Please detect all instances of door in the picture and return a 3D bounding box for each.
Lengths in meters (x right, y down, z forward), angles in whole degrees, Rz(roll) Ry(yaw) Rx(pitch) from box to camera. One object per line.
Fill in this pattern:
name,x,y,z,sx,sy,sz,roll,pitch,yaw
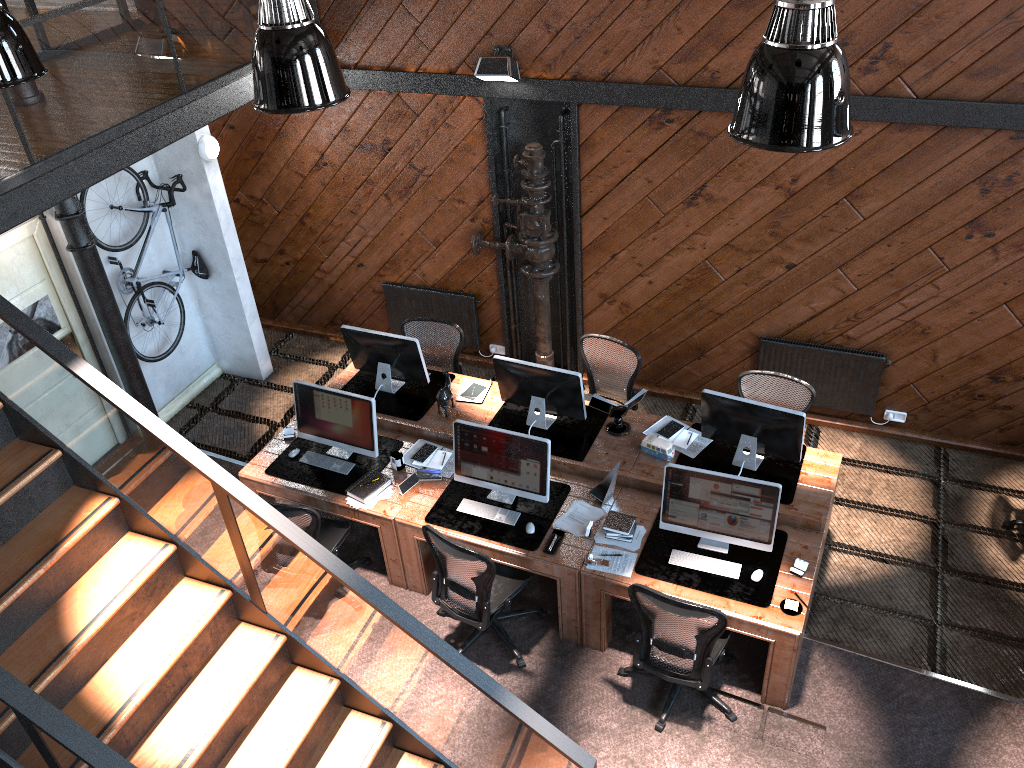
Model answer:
door,-3.905,-0.128,7.344,0.064,2.268,1.013,10,38,20

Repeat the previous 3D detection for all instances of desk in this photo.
desk,0.184,0.856,6.725,4.117,0.840,1.748,12,38,22

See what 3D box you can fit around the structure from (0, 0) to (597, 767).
structure,-2.484,1.147,4.450,5.793,4.603,10.620,10,38,20

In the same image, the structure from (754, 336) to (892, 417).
structure,2.629,-0.052,7.585,1.064,0.628,0.073,10,38,20

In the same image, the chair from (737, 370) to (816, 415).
chair,1.961,0.501,6.815,0.770,1.085,0.792,3,36,11

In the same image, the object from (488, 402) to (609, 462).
object,0.259,0.319,6.899,0.848,0.008,0.687,11,38,21

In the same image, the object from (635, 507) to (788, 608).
object,1.287,1.080,5.701,0.848,0.008,0.687,11,38,21

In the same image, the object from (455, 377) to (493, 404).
object,-0.312,0.042,7.315,0.229,0.060,0.316,6,36,15

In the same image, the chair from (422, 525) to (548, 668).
chair,-0.215,1.279,5.955,0.770,1.085,0.792,10,37,19

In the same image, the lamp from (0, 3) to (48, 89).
lamp,-2.779,-2.586,4.018,0.445,2.372,0.445,9,37,18

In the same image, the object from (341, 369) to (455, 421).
object,-0.991,0.035,7.445,0.848,0.008,0.687,11,38,21

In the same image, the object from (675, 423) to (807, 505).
object,1.641,0.559,6.402,0.848,0.008,0.687,11,38,21

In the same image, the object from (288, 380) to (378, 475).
object,-1.363,0.312,6.625,0.692,0.581,0.586,-14,36,-14

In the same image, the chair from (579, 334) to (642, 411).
chair,0.735,0.199,7.384,0.770,1.085,0.792,10,37,19

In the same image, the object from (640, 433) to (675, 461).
object,1.077,0.467,6.524,0.253,0.146,0.128,20,42,31

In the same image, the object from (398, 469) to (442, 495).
object,-0.679,0.683,6.421,0.347,0.083,0.129,-20,38,-21

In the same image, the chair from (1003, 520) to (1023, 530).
chair,4.064,0.683,6.317,0.792,1.085,0.770,-2,35,3

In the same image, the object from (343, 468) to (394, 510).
object,-1.033,0.758,6.371,0.363,0.065,0.325,-30,43,-32

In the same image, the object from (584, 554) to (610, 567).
object,0.545,1.122,5.676,0.159,0.064,0.054,3,36,10

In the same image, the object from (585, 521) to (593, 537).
object,0.510,0.964,5.875,0.034,0.102,0.076,11,38,21

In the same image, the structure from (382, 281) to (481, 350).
structure,-0.779,-0.671,8.851,1.064,0.628,0.073,10,38,20

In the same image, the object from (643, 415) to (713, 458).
object,1.257,0.386,6.669,0.304,0.017,0.467,-32,43,-33

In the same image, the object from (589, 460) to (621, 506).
object,0.629,0.667,6.090,0.178,0.320,0.165,17,40,27

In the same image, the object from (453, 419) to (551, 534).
object,-0.074,0.615,6.043,0.654,0.576,0.735,-15,36,-14

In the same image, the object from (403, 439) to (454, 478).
object,-0.590,0.549,6.646,0.467,0.017,0.304,15,40,26

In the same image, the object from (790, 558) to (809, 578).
object,1.782,1.142,5.508,0.082,0.063,0.106,23,43,33

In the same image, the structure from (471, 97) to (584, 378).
structure,0.148,-1.216,8.039,1.003,2.745,0.500,14,39,25

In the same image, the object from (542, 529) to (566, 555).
object,0.278,1.041,5.852,0.089,0.031,0.215,10,38,20

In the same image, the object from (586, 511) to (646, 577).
object,0.675,1.022,5.773,0.319,0.098,0.478,9,37,19

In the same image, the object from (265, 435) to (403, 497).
object,-1.346,0.557,6.744,0.848,0.008,0.687,11,38,21

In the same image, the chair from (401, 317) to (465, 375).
chair,-0.700,0.014,7.809,0.770,1.085,0.792,-2,35,3

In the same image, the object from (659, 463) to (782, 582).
object,1.314,0.794,5.629,0.714,0.573,0.610,10,37,19

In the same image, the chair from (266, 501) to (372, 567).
chair,-1.500,1.088,6.373,0.770,1.085,0.792,-2,35,3

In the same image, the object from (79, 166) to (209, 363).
object,-3.135,-1.118,7.808,0.655,1.846,1.022,-4,35,0

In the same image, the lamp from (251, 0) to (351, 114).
lamp,-1.039,-2.276,3.380,0.445,2.372,0.445,-12,36,-10

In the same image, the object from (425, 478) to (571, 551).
object,-0.093,0.835,6.206,0.848,0.008,0.687,11,38,21

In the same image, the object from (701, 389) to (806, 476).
object,1.704,0.330,6.250,0.663,0.578,0.811,-10,35,-8

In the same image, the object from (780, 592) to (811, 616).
object,1.678,1.320,5.298,0.154,0.026,0.158,-15,36,-15

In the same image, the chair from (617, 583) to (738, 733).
chair,1.038,1.510,5.484,0.770,1.085,0.792,3,36,11

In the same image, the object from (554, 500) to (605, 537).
object,0.459,0.912,6.038,0.246,0.002,0.315,21,43,32

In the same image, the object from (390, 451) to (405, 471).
object,-0.851,0.565,6.573,0.099,0.138,0.078,23,43,33

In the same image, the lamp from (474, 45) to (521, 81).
lamp,-0.109,-2.518,7.045,0.328,0.260,0.262,10,38,20

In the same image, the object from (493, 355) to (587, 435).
object,0.239,0.047,6.817,0.642,0.578,0.772,-16,37,-15

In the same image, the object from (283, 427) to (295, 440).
object,-1.756,0.390,6.978,0.082,0.063,0.106,-7,35,-4

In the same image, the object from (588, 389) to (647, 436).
object,0.803,0.184,6.698,0.417,0.380,0.304,-6,35,-2

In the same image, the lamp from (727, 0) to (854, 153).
lamp,0.961,-1.914,2.637,0.445,2.372,0.445,27,46,37

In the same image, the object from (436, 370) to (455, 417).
object,-0.532,0.055,7.069,0.135,0.351,0.229,9,37,18

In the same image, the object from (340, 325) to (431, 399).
object,-1.012,-0.217,7.334,0.648,0.576,0.799,-16,37,-16
